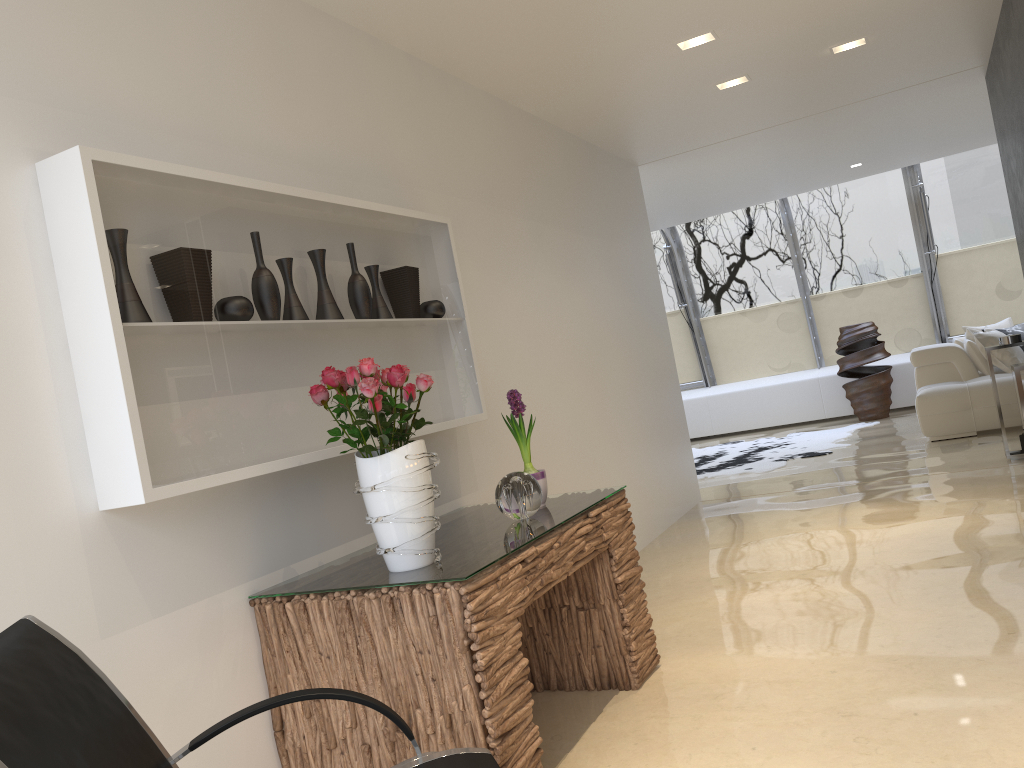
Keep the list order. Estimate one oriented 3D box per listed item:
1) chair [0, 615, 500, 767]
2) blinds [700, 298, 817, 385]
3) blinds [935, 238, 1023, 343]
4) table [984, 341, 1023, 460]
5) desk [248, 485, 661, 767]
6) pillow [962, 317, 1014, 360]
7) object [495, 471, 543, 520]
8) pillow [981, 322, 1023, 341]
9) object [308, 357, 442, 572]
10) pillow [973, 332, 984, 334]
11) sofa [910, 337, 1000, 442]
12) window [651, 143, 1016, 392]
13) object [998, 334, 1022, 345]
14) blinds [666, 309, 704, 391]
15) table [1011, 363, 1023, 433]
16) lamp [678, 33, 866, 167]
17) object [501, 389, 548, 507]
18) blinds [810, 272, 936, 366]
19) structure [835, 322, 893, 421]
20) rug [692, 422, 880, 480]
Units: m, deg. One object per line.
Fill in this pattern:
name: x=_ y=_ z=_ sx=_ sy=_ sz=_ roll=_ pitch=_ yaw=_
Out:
chair: x=-0.400 y=0.857 z=1.636 sx=0.943 sy=0.972 sz=0.752 roll=-11 pitch=0 yaw=-14
blinds: x=3.509 y=-0.576 z=12.650 sx=1.430 sy=1.027 sz=0.329 roll=-11 pitch=0 yaw=26
blinds: x=6.196 y=-1.188 z=11.298 sx=1.376 sy=1.214 sz=0.387 roll=-11 pitch=0 yaw=26
table: x=3.861 y=0.120 z=6.716 sx=0.350 sy=0.872 sz=0.202 roll=-11 pitch=0 yaw=26
desk: x=-0.094 y=0.906 z=3.178 sx=0.793 sy=0.762 sz=1.436 roll=-11 pitch=0 yaw=26
pillow: x=6.227 y=-0.592 z=9.638 sx=3.322 sy=0.530 sz=1.656 roll=-11 pitch=0 yaw=-4
object: x=0.024 y=0.408 z=3.242 sx=0.174 sy=0.179 sz=0.175 roll=-10 pitch=0 yaw=-31
pillow: x=5.662 y=-0.441 z=9.910 sx=0.599 sy=0.483 sz=0.405 roll=-11 pitch=0 yaw=-6
object: x=-0.388 y=0.242 z=2.716 sx=0.327 sy=0.654 sz=0.350 roll=-10 pitch=-1 yaw=-44
pillow: x=5.219 y=-0.371 z=9.426 sx=0.394 sy=0.471 sz=0.604 roll=-11 pitch=0 yaw=41
sofa: x=6.321 y=-0.328 z=8.937 sx=4.169 sy=0.866 sz=3.257 roll=-11 pitch=0 yaw=26
window: x=-0.044 y=-0.166 z=6.337 sx=16.171 sy=3.674 sz=16.693 roll=-11 pitch=0 yaw=32
object: x=3.775 y=-0.336 z=6.719 sx=0.151 sy=0.059 sz=0.153 roll=-11 pitch=0 yaw=-24
blinds: x=2.118 y=-0.404 z=13.290 sx=1.376 sy=1.214 sz=0.387 roll=-11 pitch=0 yaw=26
table: x=2.797 y=0.306 z=4.463 sx=0.350 sy=0.872 sz=0.202 roll=-11 pitch=0 yaw=26
lamp: x=1.292 y=-1.917 z=5.301 sx=9.928 sy=0.004 sz=9.775 roll=-11 pitch=0 yaw=26
object: x=0.049 y=0.253 z=3.512 sx=0.129 sy=0.476 sz=0.129 roll=-11 pitch=0 yaw=-14
blinds: x=4.872 y=-0.837 z=11.985 sx=1.430 sy=1.027 sz=0.329 roll=-11 pitch=0 yaw=26
structure: x=4.515 y=-0.148 z=11.332 sx=0.674 sy=1.258 sz=0.672 roll=-11 pitch=0 yaw=3
rug: x=2.685 y=0.801 z=10.117 sx=2.705 sy=0.008 sz=3.220 roll=-11 pitch=0 yaw=26
